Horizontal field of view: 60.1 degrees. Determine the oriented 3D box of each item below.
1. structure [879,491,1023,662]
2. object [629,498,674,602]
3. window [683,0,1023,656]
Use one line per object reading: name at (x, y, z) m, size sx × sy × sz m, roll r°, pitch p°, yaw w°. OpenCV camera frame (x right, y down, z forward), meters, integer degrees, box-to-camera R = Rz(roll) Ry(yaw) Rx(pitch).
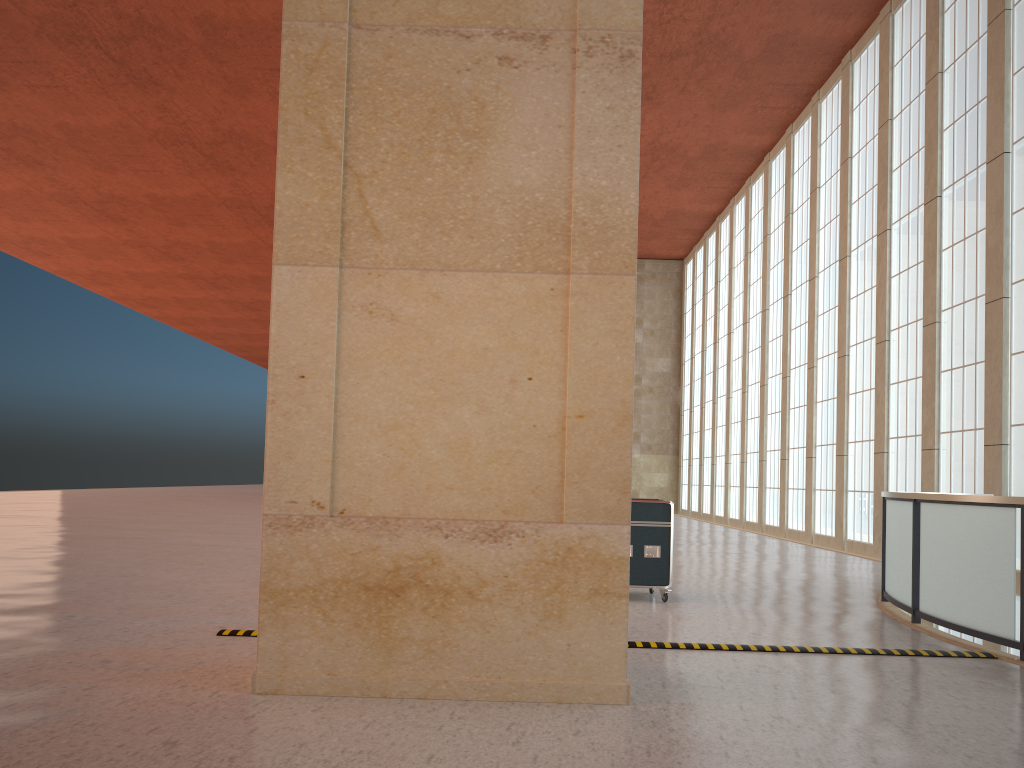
structure at (7.903, 2.276, 10.382) m, size 5.246 × 1.789 × 13.129 m, roll 3°, pitch -6°, yaw -10°
object at (1.908, 2.576, 13.919) m, size 1.055 × 1.537 × 1.277 m, roll 2°, pitch -4°, yaw 0°
window at (11.671, 7.102, 75.913) m, size 0.010 × 28.542 × 165.604 m, roll 2°, pitch -6°, yaw 0°
